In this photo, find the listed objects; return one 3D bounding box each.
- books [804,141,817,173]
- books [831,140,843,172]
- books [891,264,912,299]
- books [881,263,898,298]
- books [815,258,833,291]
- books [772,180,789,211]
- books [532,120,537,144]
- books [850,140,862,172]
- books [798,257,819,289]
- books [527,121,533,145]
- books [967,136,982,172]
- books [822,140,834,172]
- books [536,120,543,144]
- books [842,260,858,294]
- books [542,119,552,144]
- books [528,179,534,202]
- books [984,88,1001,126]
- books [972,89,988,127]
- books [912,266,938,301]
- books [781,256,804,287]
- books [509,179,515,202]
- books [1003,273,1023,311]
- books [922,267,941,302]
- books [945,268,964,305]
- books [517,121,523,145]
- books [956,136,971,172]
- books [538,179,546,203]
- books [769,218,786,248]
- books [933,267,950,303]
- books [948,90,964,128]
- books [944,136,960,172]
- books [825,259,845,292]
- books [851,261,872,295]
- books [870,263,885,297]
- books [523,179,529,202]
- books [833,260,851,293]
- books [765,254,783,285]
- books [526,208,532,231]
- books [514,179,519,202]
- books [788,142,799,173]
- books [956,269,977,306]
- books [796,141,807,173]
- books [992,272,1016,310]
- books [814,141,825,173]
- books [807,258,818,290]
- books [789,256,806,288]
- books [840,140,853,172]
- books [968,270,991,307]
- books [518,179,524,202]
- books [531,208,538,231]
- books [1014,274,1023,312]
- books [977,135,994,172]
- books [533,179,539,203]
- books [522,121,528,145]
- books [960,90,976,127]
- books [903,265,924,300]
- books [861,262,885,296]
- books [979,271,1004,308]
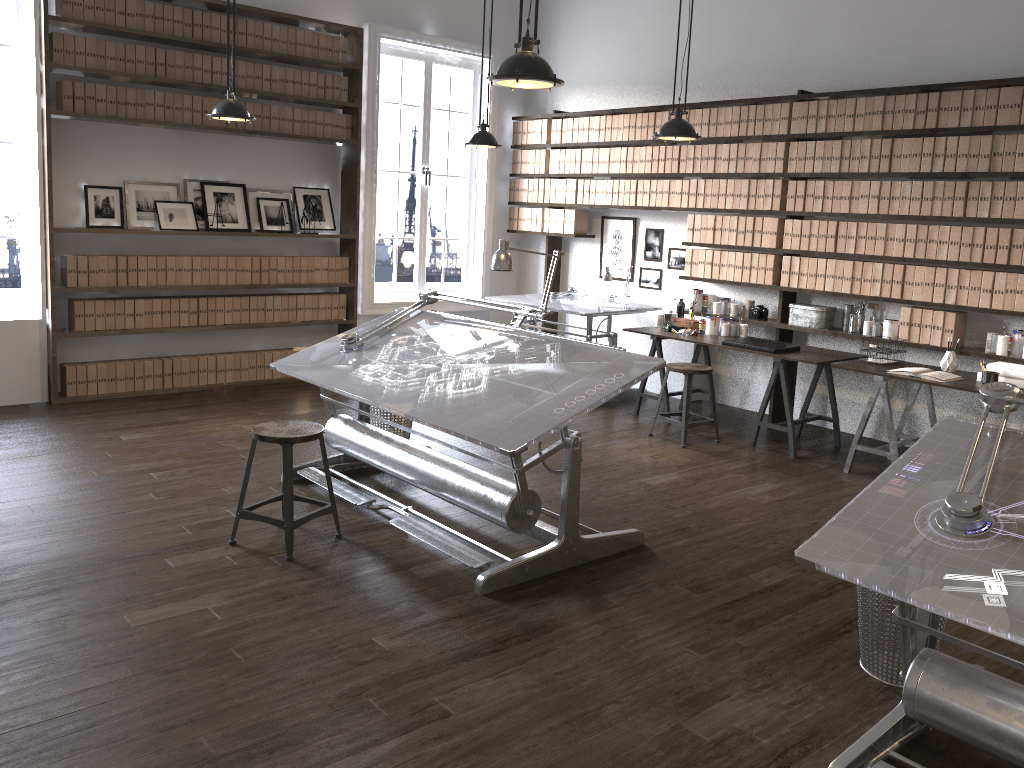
[{"bbox_3d":[2.172,-1.610,6.316,0.175,0.224,0.067,-5,11,-40],"label":"books"},{"bbox_3d":[2.301,-1.574,6.164,0.175,0.224,0.067,-5,11,-40],"label":"books"},{"bbox_3d":[2.604,-0.681,5.882,0.175,0.224,0.067,-5,11,-40],"label":"books"},{"bbox_3d":[2.560,-0.694,5.942,0.175,0.224,0.067,-5,11,-40],"label":"books"},{"bbox_3d":[2.244,-0.779,6.301,0.175,0.224,0.067,-5,11,-40],"label":"books"},{"bbox_3d":[2.006,-1.390,6.539,0.175,0.224,0.067,-5,11,-40],"label":"books"},{"bbox_3d":[0.280,-2.408,8.495,0.175,0.224,0.067,-5,11,-40],"label":"books"},{"bbox_3d":[2.395,-1.551,6.064,0.175,0.224,0.067,-5,11,-40],"label":"books"},{"bbox_3d":[2.158,-0.804,6.410,0.175,0.224,0.067,-5,11,-40],"label":"books"},{"bbox_3d":[0.236,-2.420,8.549,0.175,0.224,0.067,-5,11,-40],"label":"books"},{"bbox_3d":[2.895,-1.414,5.482,0.175,0.224,0.067,-5,11,-40],"label":"books"},{"bbox_3d":[2.262,-1.587,6.217,0.175,0.224,0.067,-5,11,-40],"label":"books"},{"bbox_3d":[0.322,-2.395,8.440,0.175,0.224,0.067,-5,11,-40],"label":"books"},{"bbox_3d":[2.374,-0.743,6.148,0.175,0.224,0.067,-5,11,-40],"label":"books"},{"bbox_3d":[0.370,-2.382,8.387,0.175,0.224,0.067,-5,11,-40],"label":"books"},{"bbox_3d":[0.246,-1.869,8.583,0.175,0.224,0.067,-5,11,-40],"label":"books"},{"bbox_3d":[2.953,-1.674,5.391,0.175,0.224,0.067,-5,11,-40],"label":"books"},{"bbox_3d":[2.910,-1.687,5.445,0.175,0.224,0.067,-5,11,-40],"label":"books"},{"bbox_3d":[2.697,-0.656,5.779,0.175,0.224,0.067,-5,11,-40],"label":"books"},{"bbox_3d":[2.060,-0.828,6.512,0.175,0.224,0.067,-5,11,-40],"label":"books"},{"bbox_3d":[0.060,-1.918,8.789,0.175,0.224,0.067,-5,11,-40],"label":"books"},{"bbox_3d":[3.055,-0.559,5.365,0.175,0.224,0.067,-5,11,-40],"label":"books"},{"bbox_3d":[2.734,-0.645,5.729,0.175,0.224,0.067,-5,11,-40],"label":"books"},{"bbox_3d":[2.830,-0.620,5.623,0.175,0.224,0.067,-5,11,-40],"label":"books"},{"bbox_3d":[0.139,-2.445,8.651,0.175,0.224,0.067,-5,11,-40],"label":"books"},{"bbox_3d":[2.853,-1.425,5.528,0.175,0.224,0.067,-5,11,-40],"label":"books"},{"bbox_3d":[0.342,-1.843,8.471,0.175,0.224,0.067,-5,11,-40],"label":"books"},{"bbox_3d":[1.990,-1.117,6.571,0.175,0.224,0.067,-5,11,-40],"label":"books"},{"bbox_3d":[2.781,-0.632,5.675,0.175,0.224,0.067,-5,11,-40],"label":"books"},{"bbox_3d":[2.812,-1.711,5.547,0.175,0.224,0.067,-5,11,-40],"label":"books"},{"bbox_3d":[2.805,-1.438,5.581,0.175,0.224,0.067,-5,11,-40],"label":"books"},{"bbox_3d":[2.292,-0.766,6.248,0.175,0.224,0.067,-5,11,-40],"label":"books"},{"bbox_3d":[2.422,-0.732,6.102,0.175,0.224,0.067,-5,11,-40],"label":"books"},{"bbox_3d":[2.510,-0.706,5.993,0.175,0.224,0.067,-5,11,-40],"label":"books"},{"bbox_3d":[0.196,-1.882,8.634,0.175,0.224,0.067,-5,11,-40],"label":"books"},{"bbox_3d":[2.334,-0.755,6.201,0.175,0.224,0.067,-5,11,-40],"label":"books"},{"bbox_3d":[1.975,-0.852,6.612,0.175,0.224,0.067,-5,11,-40],"label":"books"},{"bbox_3d":[0.229,-1.596,8.615,0.175,0.224,0.067,-5,11,-40],"label":"books"},{"bbox_3d":[0.108,-1.907,8.743,0.175,0.224,0.067,-5,11,-40],"label":"books"},{"bbox_3d":[2.086,-1.635,6.425,0.175,0.224,0.067,-5,11,-40],"label":"books"},{"bbox_3d":[2.879,-0.608,5.573,0.175,0.224,0.067,-5,11,-40],"label":"books"},{"bbox_3d":[2.129,-1.623,6.372,0.175,0.224,0.067,-5,11,-40],"label":"books"},{"bbox_3d":[3.013,-0.570,5.411,0.175,0.224,0.067,-5,11,-40],"label":"books"},{"bbox_3d":[2.220,-1.597,6.263,0.175,0.224,0.067,-5,11,-40],"label":"books"},{"bbox_3d":[2.202,-0.791,6.356,0.175,0.224,0.067,-5,11,-40],"label":"books"},{"bbox_3d":[2.110,-0.816,6.460,0.175,0.224,0.067,-5,11,-40],"label":"books"},{"bbox_3d":[2.349,-1.563,6.117,0.175,0.224,0.067,-5,11,-40],"label":"books"},{"bbox_3d":[2.922,-0.595,5.519,0.175,0.224,0.067,-5,11,-40],"label":"books"},{"bbox_3d":[0.154,-1.894,8.689,0.175,0.224,0.067,-5,11,-40],"label":"books"},{"bbox_3d":[0.276,-1.583,8.561,0.175,0.224,0.067,-5,11,-40],"label":"books"},{"bbox_3d":[3.094,-0.547,5.311,0.175,0.224,0.067,-5,11,-40],"label":"books"},{"bbox_3d":[2.935,-1.402,5.429,0.175,0.224,0.067,-5,11,-40],"label":"books"},{"bbox_3d":[0.290,-1.856,8.523,0.175,0.224,0.067,-5,11,-40],"label":"books"},{"bbox_3d":[0.188,-2.432,8.599,0.175,0.224,0.067,-5,11,-40],"label":"books"},{"bbox_3d":[2.862,-1.699,5.495,0.175,0.224,0.067,-5,11,-40],"label":"books"},{"bbox_3d":[2.656,-0.668,5.830,0.175,0.224,0.067,-5,11,-40],"label":"books"},{"bbox_3d":[2.468,-0.719,6.048,0.175,0.224,0.067,-5,11,-40],"label":"books"},{"bbox_3d":[2.965,-0.583,5.464,0.175,0.224,0.067,-5,11,-40],"label":"books"}]
